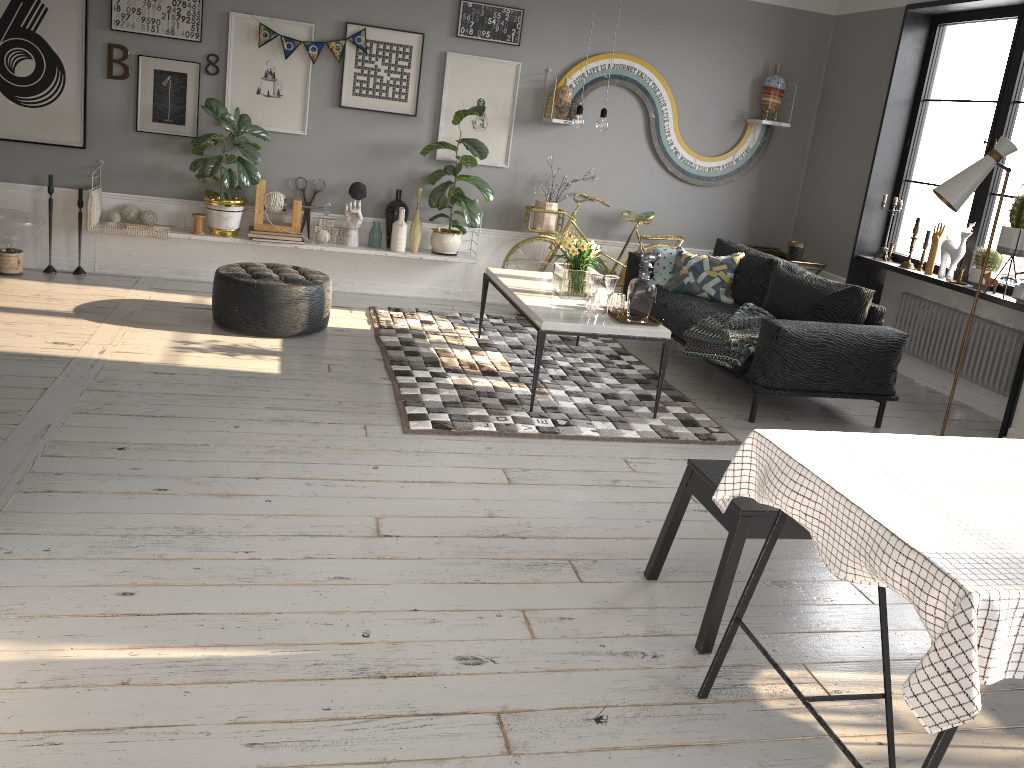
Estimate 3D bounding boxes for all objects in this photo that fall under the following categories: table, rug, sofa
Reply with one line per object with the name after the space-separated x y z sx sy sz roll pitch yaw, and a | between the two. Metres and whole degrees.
0.303 -0.283 5.303 0.731 0.503 1.482 3 17 -15 | table
1.575 0.661 2.268 2.023 0.772 0.948 3 16 -15 | table
0.070 -0.134 5.530 1.768 0.033 2.572 3 17 -14 | rug
2.202 -0.746 7.345 0.339 0.669 0.755 4 16 -15 | table
1.538 -0.474 5.999 0.969 0.785 2.382 3 17 -15 | sofa

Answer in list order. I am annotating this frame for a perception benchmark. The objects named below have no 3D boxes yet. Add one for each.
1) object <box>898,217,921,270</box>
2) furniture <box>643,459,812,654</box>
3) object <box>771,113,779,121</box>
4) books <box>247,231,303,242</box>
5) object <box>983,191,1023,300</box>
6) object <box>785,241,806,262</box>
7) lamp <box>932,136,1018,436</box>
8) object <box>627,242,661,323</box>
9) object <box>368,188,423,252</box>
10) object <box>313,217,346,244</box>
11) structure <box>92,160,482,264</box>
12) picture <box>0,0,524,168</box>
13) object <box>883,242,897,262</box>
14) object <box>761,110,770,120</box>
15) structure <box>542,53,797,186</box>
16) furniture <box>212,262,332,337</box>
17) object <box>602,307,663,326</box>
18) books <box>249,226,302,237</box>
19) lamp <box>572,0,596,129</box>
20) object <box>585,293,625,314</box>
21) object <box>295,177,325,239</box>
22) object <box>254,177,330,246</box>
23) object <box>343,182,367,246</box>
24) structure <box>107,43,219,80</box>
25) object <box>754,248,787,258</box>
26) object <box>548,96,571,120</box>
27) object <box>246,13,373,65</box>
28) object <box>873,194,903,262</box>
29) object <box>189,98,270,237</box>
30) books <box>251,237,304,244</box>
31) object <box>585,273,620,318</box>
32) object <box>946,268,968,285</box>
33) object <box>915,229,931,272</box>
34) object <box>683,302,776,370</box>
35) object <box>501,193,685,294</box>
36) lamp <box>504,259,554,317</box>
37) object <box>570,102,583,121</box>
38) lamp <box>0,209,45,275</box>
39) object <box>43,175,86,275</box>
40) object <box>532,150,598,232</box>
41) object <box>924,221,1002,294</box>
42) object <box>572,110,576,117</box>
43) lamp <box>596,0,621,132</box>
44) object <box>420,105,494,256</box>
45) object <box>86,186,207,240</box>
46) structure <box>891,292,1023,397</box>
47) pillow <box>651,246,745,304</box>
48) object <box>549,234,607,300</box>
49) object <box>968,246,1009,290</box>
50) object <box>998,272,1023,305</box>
2.860 -1.009 6.307 0.123 0.369 0.125 5 14 -10 | object
1.347 0.567 3.040 1.667 0.448 0.474 3 16 -14 | furniture
2.121 -2.157 7.137 0.050 0.057 0.051 1 16 -25 | object
-1.745 -1.103 6.532 0.383 0.029 0.264 3 17 -14 | books
3.048 -0.848 5.352 0.229 0.660 0.238 -6 19 -43 | object
2.259 -1.051 7.057 0.142 0.158 0.140 14 16 22 | object
2.598 -0.349 4.462 1.245 1.676 0.691 3 15 -16 | lamp
0.704 -0.539 4.730 0.156 0.410 0.150 9 14 4 | object
-0.873 -1.260 6.709 0.335 0.481 0.287 18 17 34 | object
-1.373 -1.168 6.730 0.264 0.171 0.079 5 14 -9 | object
-1.601 -1.252 6.564 2.772 0.479 0.313 3 15 -14 | structure
-3.032 -1.757 4.049 7.284 1.767 4.111 3 17 -14 | picture
2.849 -1.002 6.659 0.084 0.149 0.086 5 15 -11 | object
2.048 -2.171 7.152 0.060 0.078 0.061 0 16 -26 | object
1.249 -2.090 7.046 2.020 0.941 0.271 3 14 -15 | structure
-1.530 -0.553 5.660 0.735 0.351 0.747 -1 18 -27 | furniture
0.654 -0.369 4.833 0.246 0.015 0.324 3 17 -14 | object
-1.747 -1.128 6.536 0.379 0.016 0.233 2 18 -17 | books
0.001 -2.116 4.449 1.401 1.512 0.075 -8 20 -44 | lamp
0.573 -0.438 4.922 0.279 0.086 0.250 -5 20 -36 | object
-1.537 -1.324 6.686 0.221 0.456 0.019 4 14 -15 | object
-1.609 -1.270 6.525 0.545 0.433 0.242 3 15 -15 | object
-1.182 -1.277 6.646 0.155 0.476 0.139 4 14 -15 | object
-2.453 -2.241 6.245 0.738 0.259 0.024 3 14 -15 | structure
2.208 -1.094 7.417 0.246 0.015 0.324 3 17 -14 | object
0.355 -2.102 6.740 0.198 0.163 0.061 13 15 18 | object
-1.465 -2.484 6.391 0.913 0.334 0.058 3 14 -15 | object
2.793 -1.166 6.600 0.145 0.482 0.164 13 15 20 | object
-2.021 -1.527 6.288 0.510 0.949 0.554 0 16 -29 | object
-1.737 -1.081 6.545 0.368 0.020 0.301 1 18 -20 | books
0.478 -0.473 4.749 0.167 0.223 0.083 7 14 -3 | object
2.959 -0.712 5.844 0.123 0.097 0.125 9 16 7 | object
2.920 -0.949 6.262 0.076 0.296 0.076 11 14 15 | object
1.390 -0.275 5.362 0.490 0.324 0.678 2 17 -19 | object
0.735 -1.025 7.139 1.625 0.955 0.433 1 16 -23 | object
0.138 -0.742 6.848 0.434 0.431 0.438 12 16 15 | lamp
0.492 -2.088 6.793 0.086 0.137 0.087 2 16 -22 | object
-3.450 -0.974 6.075 0.433 0.431 0.439 9 15 6 | lamp
-3.159 -1.129 6.257 0.279 0.690 0.093 2 15 -22 | object
0.412 -1.492 6.908 0.488 0.631 0.257 8 14 3 | object
2.984 -0.858 5.823 0.134 0.403 0.674 4 16 -14 | object
0.494 -2.085 6.879 0.062 0.080 0.063 -4 19 -38 | object
0.135 -2.090 4.423 1.401 1.512 0.075 -8 20 -44 | lamp
-0.416 -1.542 6.708 0.570 1.132 0.420 14 15 24 | object
-2.584 -1.206 6.308 0.784 0.302 0.334 3 16 -14 | object
3.026 -0.296 6.068 0.148 0.421 1.245 3 17 -17 | structure
1.369 -0.843 6.529 0.444 0.356 0.811 -2 19 -31 | pillow
0.383 -0.690 5.205 0.324 0.345 0.358 4 16 -12 | object
3.058 -0.752 5.700 0.214 0.278 0.237 -5 19 -39 | object
3.033 -0.574 5.237 0.246 0.200 0.174 4 15 -12 | object
